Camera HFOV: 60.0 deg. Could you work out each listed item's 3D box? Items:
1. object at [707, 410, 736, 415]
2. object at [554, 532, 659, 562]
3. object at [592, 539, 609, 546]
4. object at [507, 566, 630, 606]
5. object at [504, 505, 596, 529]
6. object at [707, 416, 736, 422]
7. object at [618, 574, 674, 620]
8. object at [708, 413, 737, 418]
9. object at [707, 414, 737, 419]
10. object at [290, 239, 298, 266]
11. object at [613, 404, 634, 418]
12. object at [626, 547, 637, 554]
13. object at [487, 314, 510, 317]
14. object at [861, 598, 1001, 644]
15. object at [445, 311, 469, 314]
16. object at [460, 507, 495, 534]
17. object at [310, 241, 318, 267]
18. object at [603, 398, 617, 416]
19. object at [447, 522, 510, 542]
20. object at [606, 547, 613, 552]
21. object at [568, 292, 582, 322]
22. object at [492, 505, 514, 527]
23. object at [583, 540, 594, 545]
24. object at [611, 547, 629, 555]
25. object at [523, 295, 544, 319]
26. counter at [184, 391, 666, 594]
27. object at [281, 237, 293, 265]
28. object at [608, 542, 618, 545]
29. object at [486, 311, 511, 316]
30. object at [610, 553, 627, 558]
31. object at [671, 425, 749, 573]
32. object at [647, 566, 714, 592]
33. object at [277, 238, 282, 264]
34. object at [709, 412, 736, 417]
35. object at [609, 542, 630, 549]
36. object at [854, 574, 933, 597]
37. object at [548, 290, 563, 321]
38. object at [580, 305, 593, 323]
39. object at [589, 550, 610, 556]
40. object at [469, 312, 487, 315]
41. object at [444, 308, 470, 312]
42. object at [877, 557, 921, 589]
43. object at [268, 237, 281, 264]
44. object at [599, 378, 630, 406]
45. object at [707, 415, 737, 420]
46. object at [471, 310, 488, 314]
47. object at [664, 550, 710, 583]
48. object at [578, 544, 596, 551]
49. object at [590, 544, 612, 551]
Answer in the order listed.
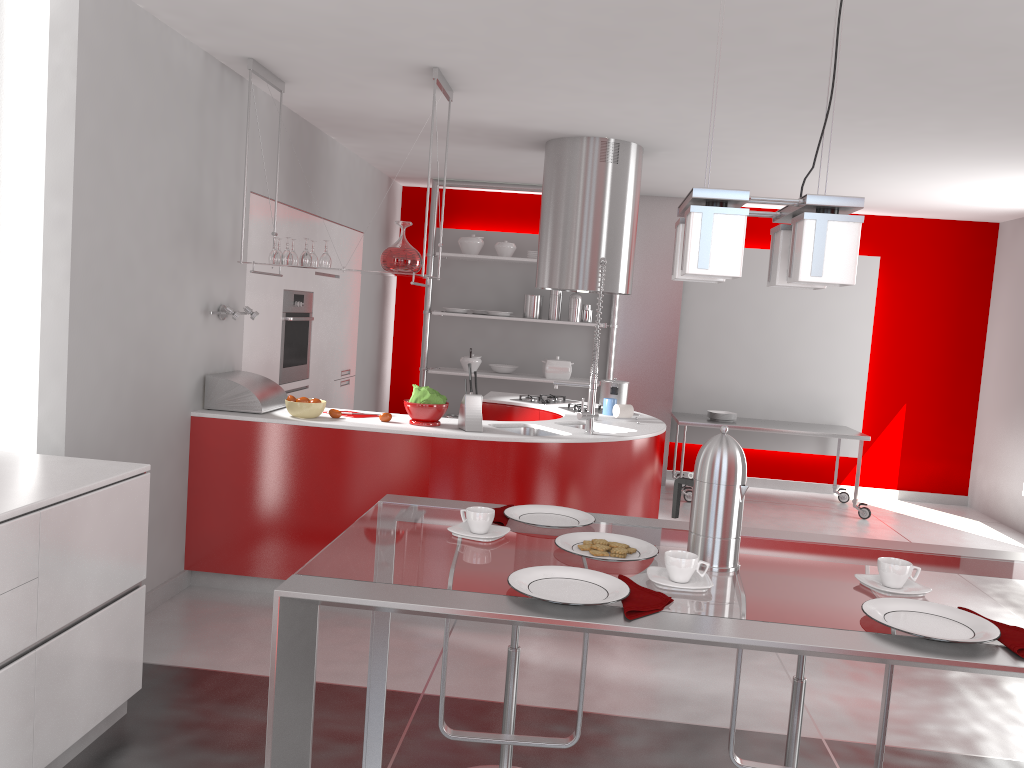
[{"bbox_3d":[1.805,0.253,7.622,0.228,0.020,0.228,3,5,-13],"label":"object"},{"bbox_3d":[0.196,0.343,1.844,0.217,0.015,0.217,8,6,42],"label":"object"},{"bbox_3d":[0.187,0.335,1.879,0.034,0.006,0.036,4,5,-7],"label":"object"},{"bbox_3d":[0.099,0.359,1.561,0.217,0.015,0.217,3,5,-19],"label":"object"},{"bbox_3d":[0.087,0.315,2.082,0.217,0.015,0.217,8,6,41],"label":"object"},{"bbox_3d":[1.801,0.304,7.626,0.228,0.020,0.228,3,5,-13],"label":"object"},{"bbox_3d":[0.236,0.372,1.547,0.095,0.012,0.234,4,5,4],"label":"object"},{"bbox_3d":[1.804,0.273,7.623,0.228,0.020,0.228,3,5,-13],"label":"object"},{"bbox_3d":[1.803,0.283,7.624,0.228,0.020,0.228,3,5,-13],"label":"object"},{"bbox_3d":[-1.126,-0.672,4.553,0.060,0.141,0.060,5,5,5],"label":"object"},{"bbox_3d":[0.657,0.160,5.304,0.100,0.080,0.109,2,5,-25],"label":"object"},{"bbox_3d":[0.242,0.347,1.853,0.034,0.006,0.036,6,5,26],"label":"object"},{"bbox_3d":[-0.113,-0.597,7.750,0.280,0.015,0.280,7,6,34],"label":"object"},{"bbox_3d":[0.712,0.407,1.514,0.217,0.015,0.217,7,5,29],"label":"object"},{"bbox_3d":[-0.490,-0.629,7.796,0.280,0.015,0.280,8,6,42],"label":"object"},{"bbox_3d":[-0.077,0.294,1.908,0.078,0.049,0.062,5,5,5],"label":"object"},{"bbox_3d":[-1.026,-0.666,4.568,0.060,0.141,0.060,5,5,5],"label":"object"},{"bbox_3d":[0.589,0.137,5.413,0.080,0.100,0.109,2,5,-22],"label":"object"},{"bbox_3d":[-0.071,0.319,1.909,0.119,0.016,0.119,6,5,25],"label":"object"},{"bbox_3d":[0.201,0.344,1.855,0.036,0.006,0.034,6,5,22],"label":"object"},{"bbox_3d":[0.546,-0.673,7.658,0.115,0.274,0.115,4,5,-2],"label":"object"},{"bbox_3d":[-0.049,0.306,2.100,0.095,0.012,0.234,5,5,5],"label":"object"},{"bbox_3d":[0.169,0.339,1.885,0.036,0.006,0.034,5,5,5],"label":"object"},{"bbox_3d":[0.221,0.342,1.819,0.034,0.006,0.036,6,5,17],"label":"object"},{"bbox_3d":[0.179,-0.677,7.785,0.184,0.205,0.172,5,5,10],"label":"object"},{"bbox_3d":[-0.241,0.613,5.118,1.868,0.880,2.865,8,6,39],"label":"counter"},{"bbox_3d":[-1.127,-0.664,4.449,0.060,0.141,0.060,3,5,-18],"label":"object"},{"bbox_3d":[0.214,0.342,1.889,0.036,0.006,0.034,5,5,4],"label":"object"},{"bbox_3d":[-0.112,-0.611,7.748,0.244,0.042,0.244,3,5,-11],"label":"object"},{"bbox_3d":[0.218,0.348,1.815,0.034,0.006,0.036,5,5,9],"label":"object"},{"bbox_3d":[0.402,0.224,1.804,0.149,0.287,0.113,5,5,13],"label":"object"},{"bbox_3d":[0.313,0.367,1.660,0.119,0.016,0.119,4,5,2],"label":"object"},{"bbox_3d":[-1.207,-0.681,4.591,0.060,0.141,0.060,5,5,5],"label":"object"},{"bbox_3d":[1.804,0.263,7.623,0.228,0.020,0.228,3,5,-13],"label":"object"},{"bbox_3d":[0.225,0.339,1.860,0.036,0.006,0.034,7,5,29],"label":"object"},{"bbox_3d":[0.740,0.393,1.726,0.119,0.016,0.119,3,5,-15],"label":"object"},{"bbox_3d":[0.380,-0.718,7.719,0.109,0.329,0.110,4,5,3],"label":"object"},{"bbox_3d":[0.651,-0.622,7.841,0.127,0.157,0.127,5,5,15],"label":"object"},{"bbox_3d":[0.178,0.345,1.814,0.036,0.006,0.034,3,5,-16],"label":"object"},{"bbox_3d":[-0.261,-0.629,7.998,0.280,0.015,0.280,8,6,42],"label":"object"},{"bbox_3d":[-0.489,-0.642,7.795,0.244,0.042,0.244,3,5,-11],"label":"object"},{"bbox_3d":[0.749,0.370,1.720,0.078,0.049,0.062,7,5,28],"label":"object"},{"bbox_3d":[-1.204,-0.674,4.505,0.060,0.141,0.060,5,5,5],"label":"object"},{"bbox_3d":[0.664,0.054,5.765,0.189,0.185,0.218,1,6,-33],"label":"object"},{"bbox_3d":[1.802,0.293,7.625,0.228,0.020,0.228,3,5,-13],"label":"object"},{"bbox_3d":[-0.260,-0.642,7.997,0.244,0.042,0.244,4,5,-3],"label":"object"},{"bbox_3d":[0.320,0.344,1.652,0.062,0.049,0.078,0,7,-45],"label":"object"},{"bbox_3d":[0.157,0.341,1.850,0.036,0.006,0.034,3,5,-11],"label":"object"},{"bbox_3d":[0.184,0.338,1.836,0.036,0.006,0.034,8,6,42],"label":"object"}]
